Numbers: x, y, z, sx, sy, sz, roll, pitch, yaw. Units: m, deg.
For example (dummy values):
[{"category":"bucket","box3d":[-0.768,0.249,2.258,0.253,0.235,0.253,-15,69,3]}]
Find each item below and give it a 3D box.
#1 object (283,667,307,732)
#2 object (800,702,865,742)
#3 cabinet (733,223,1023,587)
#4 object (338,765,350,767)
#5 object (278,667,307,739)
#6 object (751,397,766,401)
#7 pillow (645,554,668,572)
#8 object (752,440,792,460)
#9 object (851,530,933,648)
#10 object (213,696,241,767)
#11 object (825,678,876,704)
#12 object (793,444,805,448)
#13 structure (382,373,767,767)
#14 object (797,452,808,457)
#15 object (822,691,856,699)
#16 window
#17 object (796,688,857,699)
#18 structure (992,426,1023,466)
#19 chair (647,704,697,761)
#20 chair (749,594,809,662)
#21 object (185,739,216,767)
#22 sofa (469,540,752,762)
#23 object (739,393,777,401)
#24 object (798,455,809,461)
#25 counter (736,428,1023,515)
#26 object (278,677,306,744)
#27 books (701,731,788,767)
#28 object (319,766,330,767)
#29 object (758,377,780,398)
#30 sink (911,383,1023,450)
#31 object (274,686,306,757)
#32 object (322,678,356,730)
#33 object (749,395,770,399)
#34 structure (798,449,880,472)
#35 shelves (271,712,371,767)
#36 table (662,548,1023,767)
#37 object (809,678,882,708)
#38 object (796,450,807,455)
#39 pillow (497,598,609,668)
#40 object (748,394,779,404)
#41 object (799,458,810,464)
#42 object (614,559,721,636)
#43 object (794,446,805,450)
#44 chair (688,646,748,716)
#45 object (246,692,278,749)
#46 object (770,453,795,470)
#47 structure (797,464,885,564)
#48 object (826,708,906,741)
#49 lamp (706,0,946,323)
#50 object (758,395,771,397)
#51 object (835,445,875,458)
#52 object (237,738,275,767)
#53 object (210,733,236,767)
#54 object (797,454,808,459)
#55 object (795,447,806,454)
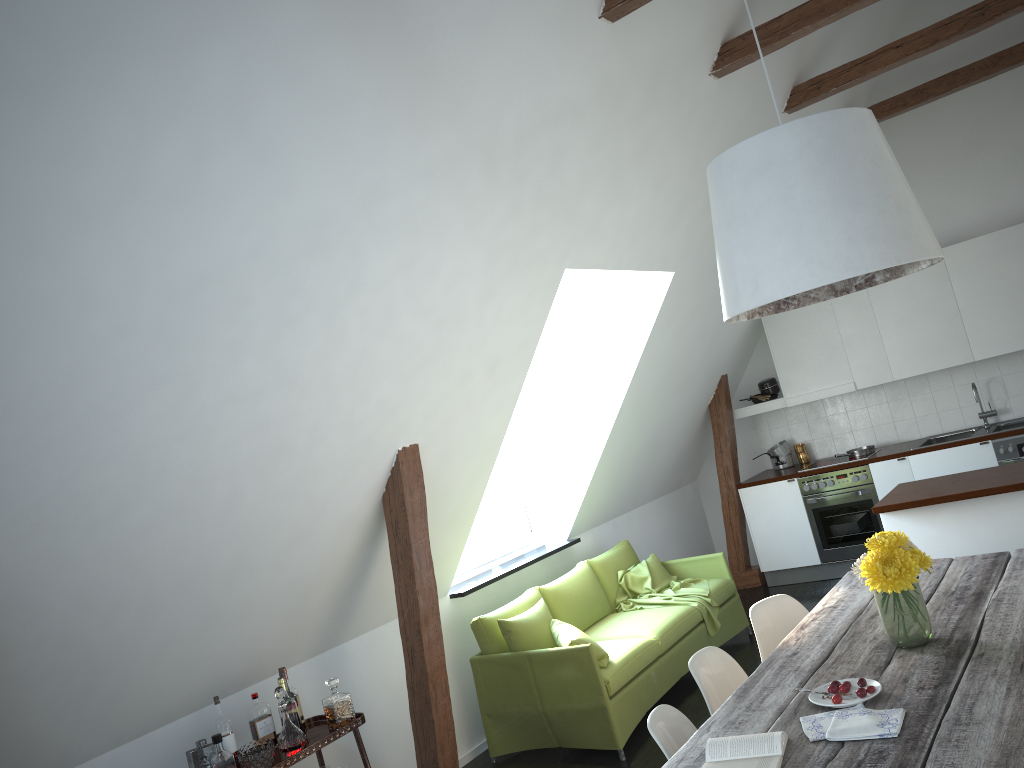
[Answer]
[{"category":"object","box3d":[-1.026,1.465,4.108,0.081,0.308,0.081,-17,-4,26]},{"category":"object","box3d":[0.876,0.912,2.395,0.182,0.014,0.185,-15,-4,9]},{"category":"cabinet","box3d":[3.096,0.170,5.857,4.208,2.369,3.033,-18,-5,35]},{"category":"object","box3d":[-0.768,1.804,4.013,0.095,0.119,0.095,-15,-4,-3]},{"category":"object","box3d":[-0.998,1.435,3.974,0.080,0.329,0.080,-17,-4,25]},{"category":"object","box3d":[2.203,0.130,7.950,0.065,0.065,0.332,-15,-4,2]},{"category":"pillow","box3d":[1.016,1.418,6.477,0.210,0.275,0.462,-17,-5,32]},{"category":"object","box3d":[2.350,0.630,8.044,0.371,0.169,0.203,-15,-4,7]},{"category":"object","box3d":[1.258,0.663,2.892,0.233,0.365,0.293,-15,-4,5]},{"category":"object","box3d":[-1.220,1.485,3.762,0.073,0.320,0.073,-17,-4,25]},{"category":"object","box3d":[0.974,0.881,2.557,0.132,0.034,0.144,-15,-4,6]},{"category":"object","box3d":[2.581,0.563,7.962,0.100,0.047,0.099,-17,-5,30]},{"category":"structure","box3d":[-1.700,1.461,3.075,1.023,1.963,12.350,-18,-5,35]},{"category":"object","box3d":[2.605,0.636,7.961,0.099,0.043,0.100,-16,-4,22]},{"category":"object","box3d":[0.946,0.897,2.563,0.110,0.011,0.058,-18,-5,38]},{"category":"window","box3d":[-0.254,-1.182,1.979,5.959,4.249,8.018,-18,-5,34]},{"category":"object","box3d":[0.912,0.901,2.582,0.019,0.022,0.194,-12,-5,-40]},{"category":"structure","box3d":[3.999,0.666,6.523,0.612,0.725,0.582,-18,-5,34]},{"category":"chair","box3d":[0.782,1.363,2.693,0.542,0.801,0.465,-16,-4,20]},{"category":"chair","box3d":[1.332,1.285,3.644,0.465,0.801,0.542,-13,-4,-29]},{"category":"object","box3d":[-1.262,1.561,3.654,0.135,0.182,0.052,-14,-4,-18]},{"category":"sofa","box3d":[0.698,1.594,5.792,0.898,0.825,2.093,-17,-5,33]},{"category":"object","box3d":[2.229,0.132,8.043,0.357,0.075,0.244,-15,-4,5]},{"category":"object","box3d":[2.617,0.672,7.954,0.099,0.048,0.100,-12,-5,-37]},{"category":"counter","box3d":[2.815,0.549,6.062,3.365,0.038,3.085,-18,-5,34]},{"category":"object","box3d":[-0.979,1.438,3.887,0.081,0.307,0.081,-18,-5,40]},{"category":"books","box3d":[0.601,0.966,2.316,0.202,0.042,0.251,-16,-4,23]},{"category":"object","box3d":[-0.872,1.837,4.084,0.095,0.119,0.095,-15,-4,-3]},{"category":"object","box3d":[2.317,0.032,8.002,0.190,0.166,0.200,-15,-4,-3]},{"category":"sink","box3d":[3.635,0.257,6.904,0.963,0.519,0.671,-18,-5,34]},{"category":"object","box3d":[-0.958,1.430,3.769,0.114,0.292,0.114,-15,-4,7]},{"category":"object","box3d":[-0.792,1.444,4.021,0.101,0.211,0.101,-12,-5,-40]},{"category":"object","box3d":[2.216,0.119,7.952,0.061,0.077,0.331,-14,-4,-7]},{"category":"structure","box3d":[2.762,0.659,7.457,0.574,0.041,0.504,-18,-5,34]},{"category":"shelves","box3d":[-0.919,1.931,3.824,0.438,0.732,0.803,-17,-5,31]},{"category":"table","box3d":[1.429,1.204,2.774,1.141,0.788,2.421,-18,-5,34]},{"category":"object","box3d":[0.961,0.897,2.555,0.205,0.024,0.205,-17,-4,27]},{"category":"object","box3d":[2.598,0.616,7.963,0.101,0.057,0.099,-11,-5,-44]},{"category":"pillow","box3d":[0.294,1.451,5.117,0.600,0.387,0.475,-17,-5,32]},{"category":"object","box3d":[2.268,0.132,7.970,0.243,0.056,0.350,-17,-4,23]},{"category":"object","box3d":[2.624,0.693,7.952,0.100,0.036,0.100,-17,-5,31]},{"category":"object","box3d":[1.144,1.485,6.246,0.722,0.493,0.711,-17,-5,30]},{"category":"object","box3d":[2.586,0.583,7.963,0.100,0.036,0.100,-13,-4,-27]},{"category":"chair","box3d":[1.004,1.338,3.171,0.542,0.801,0.465,-18,-5,35]},{"category":"object","box3d":[-1.116,1.503,3.941,0.067,0.257,0.099,-18,-5,39]},{"category":"object","box3d":[2.429,0.684,7.960,0.200,0.154,0.348,-16,-4,14]},{"category":"structure","box3d":[2.873,1.034,7.439,0.583,0.725,0.749,-18,-5,34]},{"category":"object","box3d":[0.932,0.892,2.335,0.182,0.016,0.179,-17,-4,29]},{"category":"lamp","box3d":[0.704,-1.660,2.976,0.757,2.813,0.697,-14,-4,-6]},{"category":"object","box3d":[2.263,0.111,7.973,0.065,0.031,0.335,-14,-4,-8]},{"category":"object","box3d":[2.878,0.576,7.468,0.351,0.061,0.232,-15,-4,8]},{"category":"object","box3d":[-1.059,1.554,3.692,0.151,0.092,0.245,-13,-4,-26]},{"category":"object","box3d":[-1.167,1.515,3.570,0.087,0.206,0.087,-13,-5,-30]},{"category":"object","box3d":[2.611,0.656,7.957,0.099,0.051,0.099,-16,-4,21]},{"category":"object","box3d":[2.590,0.599,7.962,0.100,0.036,0.100,-15,-4,1]}]
